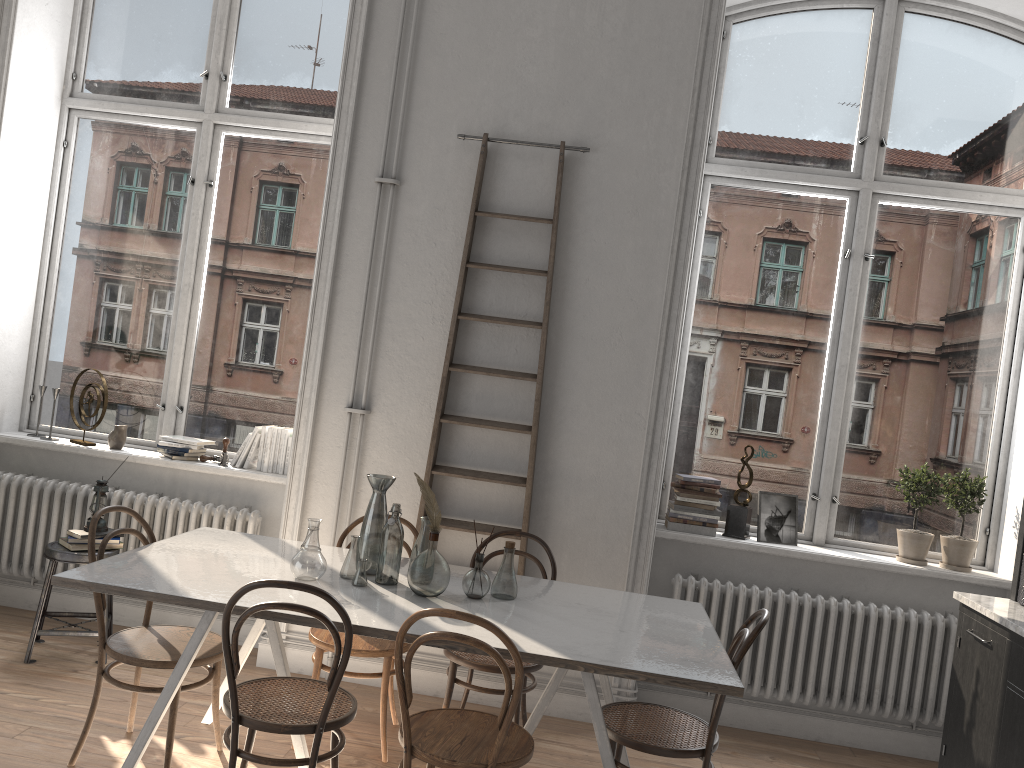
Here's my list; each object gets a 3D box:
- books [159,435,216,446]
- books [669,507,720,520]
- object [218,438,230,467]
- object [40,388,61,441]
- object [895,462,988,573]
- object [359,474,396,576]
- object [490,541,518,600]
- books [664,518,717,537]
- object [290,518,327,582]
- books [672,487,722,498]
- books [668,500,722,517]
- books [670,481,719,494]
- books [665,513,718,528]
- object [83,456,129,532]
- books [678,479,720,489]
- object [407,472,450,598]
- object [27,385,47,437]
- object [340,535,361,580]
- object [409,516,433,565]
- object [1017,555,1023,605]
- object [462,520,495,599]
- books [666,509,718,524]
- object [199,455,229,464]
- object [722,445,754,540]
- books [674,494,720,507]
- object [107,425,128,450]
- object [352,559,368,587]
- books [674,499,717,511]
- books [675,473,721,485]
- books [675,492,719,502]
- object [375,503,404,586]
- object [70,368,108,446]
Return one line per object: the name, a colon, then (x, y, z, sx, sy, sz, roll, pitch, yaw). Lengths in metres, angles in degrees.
books: (-1.799, 0.312, 4.918, 0.243, 0.019, 0.174, 8, 0, 16)
books: (0.952, 0.673, 4.646, 0.255, 0.014, 0.192, 8, 0, 9)
object: (-1.566, 0.369, 4.837, 0.048, 0.153, 0.088, 7, 0, -24)
object: (-2.565, 0.168, 4.954, 0.095, 0.289, 0.095, 8, 0, 28)
object: (2.175, 0.669, 4.533, 0.500, 0.524, 0.234, 8, 0, -5)
object: (-0.535, 0.550, 3.466, 0.116, 0.383, 0.116, 8, 0, 17)
object: (-0.019, 0.704, 3.368, 0.101, 0.212, 0.101, 8, 0, 45)
books: (0.929, 0.745, 4.634, 0.248, 0.043, 0.192, 8, 0, 6)
object: (-0.736, 0.605, 3.244, 0.132, 0.219, 0.132, 8, 0, -5)
books: (0.965, 0.562, 4.643, 0.243, 0.019, 0.174, 8, 0, 6)
books: (0.954, 0.652, 4.648, 0.245, 0.028, 0.193, 8, 0, 1)
books: (0.960, 0.540, 4.644, 0.231, 0.023, 0.162, 8, 0, 21)
books: (0.935, 0.713, 4.632, 0.249, 0.023, 0.175, 8, 0, 1)
object: (-2.018, 0.540, 4.410, 0.163, 0.383, 0.154, 8, 0, -21)
books: (0.976, 0.520, 4.642, 0.205, 0.020, 0.155, 8, 0, 6)
object: (-0.284, 0.551, 3.240, 0.156, 0.446, 0.157, 8, 0, 24)
object: (-2.675, 0.154, 5.023, 0.095, 0.289, 0.095, 8, 0, 37)
object: (-0.601, 0.654, 3.358, 0.083, 0.158, 0.083, 8, 0, 1)
object: (-0.338, 0.640, 3.407, 0.098, 0.255, 0.100, 8, 0, -18)
object: (2.201, 0.758, 3.715, 0.109, 0.349, 0.109, 8, 0, -13)
object: (-0.121, 0.655, 3.302, 0.107, 0.283, 0.107, 8, 0, 1)
books: (0.939, 0.690, 4.632, 0.249, 0.023, 0.175, 8, 0, 6)
object: (-1.652, 0.410, 4.901, 0.153, 0.048, 0.088, 8, 0, -45)
object: (1.201, 0.558, 4.625, 0.122, 0.488, 0.102, 8, 0, 30)
books: (0.969, 0.606, 4.648, 0.222, 0.024, 0.158, 8, 0, 6)
object: (-2.195, 0.290, 4.934, 0.100, 0.142, 0.102, 8, 0, -20)
object: (-0.555, 0.692, 3.258, 0.058, 0.094, 0.058, 8, 0, 34)
books: (0.962, 0.628, 4.642, 0.205, 0.022, 0.155, 8, 0, 20)
books: (0.974, 0.498, 4.652, 0.201, 0.024, 0.159, 8, 0, -4)
books: (0.968, 0.583, 4.642, 0.205, 0.022, 0.155, 8, 0, 1)
object: (-0.454, 0.601, 3.345, 0.086, 0.301, 0.086, 8, 0, -9)
object: (-2.366, 0.126, 4.956, 0.347, 0.425, 0.087, 8, 0, 38)
